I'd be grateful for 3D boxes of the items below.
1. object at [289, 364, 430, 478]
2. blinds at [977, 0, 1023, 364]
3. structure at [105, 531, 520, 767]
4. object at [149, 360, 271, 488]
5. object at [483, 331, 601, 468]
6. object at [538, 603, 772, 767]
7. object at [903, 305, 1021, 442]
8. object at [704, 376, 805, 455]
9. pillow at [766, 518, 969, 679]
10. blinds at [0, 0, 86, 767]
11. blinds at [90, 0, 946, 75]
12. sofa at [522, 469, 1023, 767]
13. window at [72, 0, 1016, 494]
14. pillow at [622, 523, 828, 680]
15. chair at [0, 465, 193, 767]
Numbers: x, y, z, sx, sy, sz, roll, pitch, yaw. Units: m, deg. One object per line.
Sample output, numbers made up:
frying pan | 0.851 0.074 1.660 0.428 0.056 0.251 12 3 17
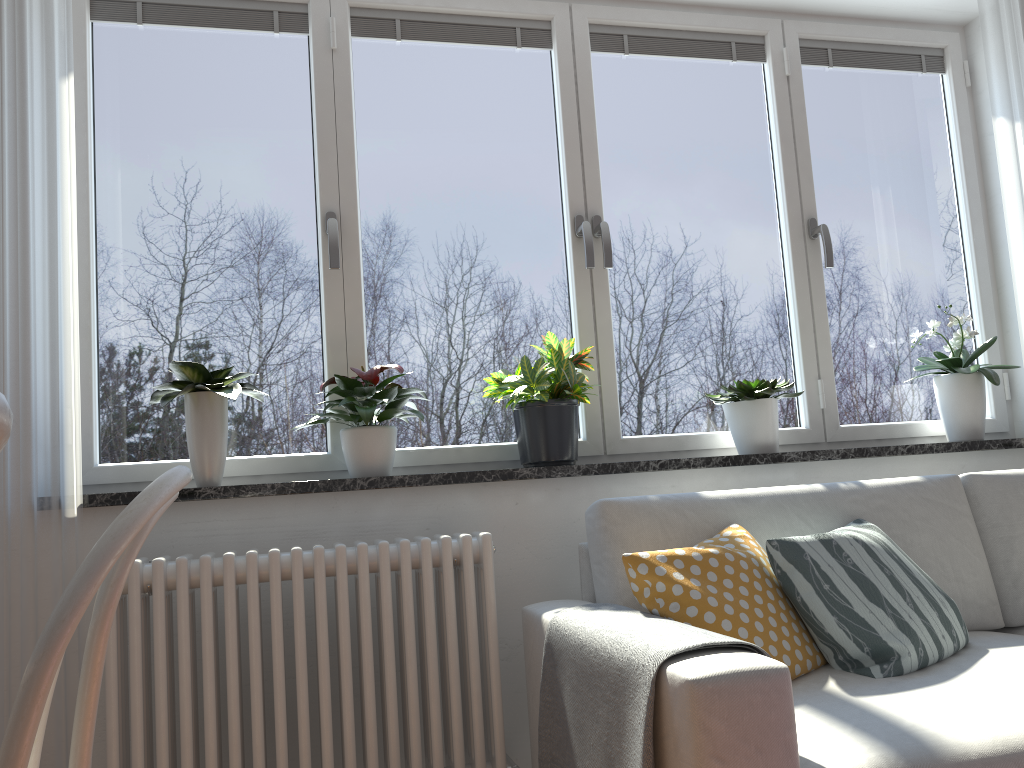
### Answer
object | -0.390 0.102 2.405 0.380 0.308 0.371 2 -9 -40
blinds | 2.210 -0.370 2.947 1.292 2.881 0.055 -2 -6 -14
structure | -0.472 0.694 2.093 0.972 0.622 0.224 -2 -6 -15
object | -0.763 0.105 2.254 0.292 0.315 0.354 -1 -7 -23
object | 0.082 0.044 2.502 0.333 0.384 0.300 -4 -6 1
object | 0.248 0.701 1.621 0.288 0.532 0.609 -2 -7 -14
object | 1.442 -0.025 2.930 0.286 0.443 0.341 -1 -7 -26
object | 0.734 0.096 2.681 0.267 0.237 0.284 0 -8 -32
pillow | 0.794 0.453 1.958 0.470 0.288 0.310 3 -9 -43
blinds | -1.533 -0.236 1.984 1.037 2.881 0.056 -2 -6 -14
blinds | 0.186 -1.114 2.854 2.844 0.098 0.015 -2 -6 -14
sofa | 1.327 0.609 2.002 2.461 0.841 1.006 -2 -7 -14
window | 0.236 -0.503 2.754 3.019 1.507 0.151 -2 -6 -14
pillow | 0.466 0.469 1.890 0.313 0.317 0.464 -10 -9 43
chair | 0.837 0.332 1.557 3.694 1.340 0.448 0 -7 -29
